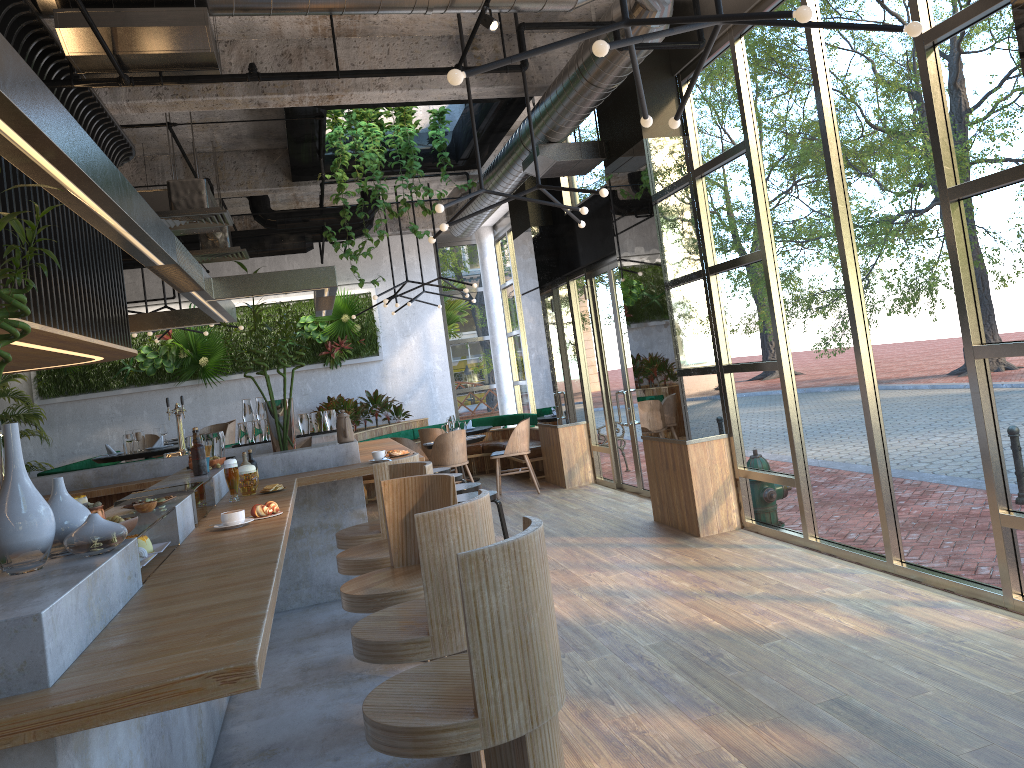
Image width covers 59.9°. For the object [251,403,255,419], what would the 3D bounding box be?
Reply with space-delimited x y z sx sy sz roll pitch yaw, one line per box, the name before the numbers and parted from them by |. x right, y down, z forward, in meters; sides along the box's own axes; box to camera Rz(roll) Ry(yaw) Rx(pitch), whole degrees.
object | -2.445 0.245 8.217 0.110 0.209 0.100 -7 -2 -30

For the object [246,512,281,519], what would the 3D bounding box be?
object | -1.121 0.594 4.005 0.118 0.005 0.125 -8 1 24

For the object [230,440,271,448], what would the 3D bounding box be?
object | -2.349 0.541 8.157 0.450 0.019 0.264 -8 1 -16

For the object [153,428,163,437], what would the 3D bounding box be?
object | -4.574 0.580 8.504 0.106 0.502 6.032 -8 1 0

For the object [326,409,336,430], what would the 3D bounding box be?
object | -1.721 0.351 8.441 0.106 0.209 0.105 -8 -2 0

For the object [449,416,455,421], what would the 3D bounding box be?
object | -0.864 0.588 12.954 0.097 0.245 0.088 -6 -3 -32

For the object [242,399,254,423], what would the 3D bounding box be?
object | -2.416 0.242 8.113 0.110 0.209 0.100 -7 -2 -30

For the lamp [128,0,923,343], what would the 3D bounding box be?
lamp | -1.260 -1.886 4.224 5.235 1.826 18.349 -8 1 -13

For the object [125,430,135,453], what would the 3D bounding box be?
object | -4.172 0.632 9.699 0.091 0.245 0.094 -8 -2 13

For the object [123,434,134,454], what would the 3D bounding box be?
object | -4.296 0.557 7.557 0.105 0.502 4.151 -8 1 4

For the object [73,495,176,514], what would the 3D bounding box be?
object | -1.420 0.432 3.286 0.214 0.135 0.788 -8 1 -6

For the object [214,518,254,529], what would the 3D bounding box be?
object | -1.185 0.602 3.787 0.166 0.020 0.155 -8 1 -18

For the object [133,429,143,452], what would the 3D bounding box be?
object | -4.195 0.631 9.957 0.097 0.245 0.088 -6 -3 -43

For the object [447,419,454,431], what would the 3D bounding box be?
object | -0.883 0.612 12.802 0.102 0.209 0.108 -9 -2 20

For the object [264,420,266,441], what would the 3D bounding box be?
object | -2.251 0.428 8.249 0.109 0.209 0.101 -7 -2 -20

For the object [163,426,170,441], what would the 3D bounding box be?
object | -4.815 0.603 9.120 0.107 0.502 7.379 -8 1 -3

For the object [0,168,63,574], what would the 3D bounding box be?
object | -1.517 -0.101 2.444 0.649 1.551 0.605 -9 -3 24

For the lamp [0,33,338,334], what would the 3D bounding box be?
lamp | -3.207 -1.469 4.583 5.154 2.136 6.503 -8 1 -20

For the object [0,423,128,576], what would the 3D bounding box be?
object | -1.294 0.298 2.457 0.304 0.398 0.331 -9 -2 34

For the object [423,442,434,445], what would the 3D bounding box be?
object | -1.006 0.749 11.409 0.267 0.019 0.150 -9 1 -30

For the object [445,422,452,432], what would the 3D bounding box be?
object | -0.806 0.607 11.325 0.096 0.245 0.089 -7 -2 -21

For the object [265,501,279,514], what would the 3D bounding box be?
object | -1.090 0.562 4.024 0.063 0.059 0.071 -8 -1 -24

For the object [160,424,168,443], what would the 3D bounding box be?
object | -4.547 0.652 11.612 0.097 0.245 0.088 -6 -3 -32

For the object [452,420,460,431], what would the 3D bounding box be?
object | -0.712 0.593 11.380 0.088 0.245 0.097 -10 -3 43

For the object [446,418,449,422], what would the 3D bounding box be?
object | -0.928 0.608 13.369 0.102 0.209 0.108 -9 -2 20

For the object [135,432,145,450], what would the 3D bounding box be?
object | -4.236 0.653 10.114 0.102 0.209 0.108 -9 -2 20

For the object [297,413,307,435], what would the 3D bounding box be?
object | -1.963 0.387 8.368 0.109 0.209 0.101 -7 -2 -20

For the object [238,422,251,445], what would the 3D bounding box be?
object | -2.444 0.458 8.086 0.110 0.209 0.100 -7 -2 -30

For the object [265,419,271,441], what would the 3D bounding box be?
object | -2.214 0.424 8.147 0.109 0.209 0.101 -7 -2 -20

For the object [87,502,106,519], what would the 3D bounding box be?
object | -1.399 0.448 3.032 0.086 0.107 0.160 -9 -1 32

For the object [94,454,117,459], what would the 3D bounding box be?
object | -4.354 0.774 9.572 0.263 0.019 0.153 -8 1 -16

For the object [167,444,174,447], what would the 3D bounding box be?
object | -4.012 0.716 10.164 0.263 0.019 0.153 -8 1 -16

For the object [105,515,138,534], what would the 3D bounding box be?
object | -1.259 0.451 2.699 0.193 0.073 0.226 -8 1 5

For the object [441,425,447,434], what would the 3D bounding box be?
object | -0.848 0.630 11.429 0.108 0.209 0.102 -7 -2 -15

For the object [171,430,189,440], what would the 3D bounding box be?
object | -4.704 0.718 12.552 0.244 0.139 0.221 -8 0 -31

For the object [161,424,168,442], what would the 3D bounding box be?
object | -4.924 0.689 12.590 0.097 0.245 0.088 -6 -3 -32

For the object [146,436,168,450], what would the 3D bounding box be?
object | -3.975 0.660 9.919 0.230 0.139 0.235 -8 0 8

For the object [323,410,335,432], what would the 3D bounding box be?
object | -1.710 0.352 8.335 0.106 0.209 0.105 -8 -2 0

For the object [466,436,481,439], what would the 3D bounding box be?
object | -0.534 0.682 11.378 0.244 0.019 0.164 -8 1 30

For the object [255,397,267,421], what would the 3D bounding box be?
object | -2.305 0.226 8.158 0.110 0.209 0.100 -7 -2 -30

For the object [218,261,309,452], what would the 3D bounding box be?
object | -1.767 -0.136 6.533 0.688 1.551 0.572 -7 -2 -10

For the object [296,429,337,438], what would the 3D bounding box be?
object | -1.814 0.463 8.326 0.450 0.019 0.264 -8 1 -16

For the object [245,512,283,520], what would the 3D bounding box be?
object | -1.121 0.596 4.000 0.168 0.005 0.165 -8 1 -3

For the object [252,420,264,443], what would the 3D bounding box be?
object | -2.329 0.441 8.123 0.110 0.209 0.100 -7 -2 -30

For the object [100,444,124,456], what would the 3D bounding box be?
object | -4.409 0.723 9.787 0.241 0.139 0.224 -8 0 -21

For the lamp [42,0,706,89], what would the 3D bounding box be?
lamp | 0.605 -2.246 0.464 3.907 1.533 9.721 -8 1 -16

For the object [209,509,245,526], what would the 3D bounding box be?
object | -1.210 0.577 3.784 0.139 0.064 0.106 -8 0 -36

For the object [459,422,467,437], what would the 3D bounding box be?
object | -0.637 0.598 11.531 0.101 0.209 0.109 -9 -2 25

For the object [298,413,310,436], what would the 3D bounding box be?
object | -1.932 0.384 8.261 0.109 0.209 0.101 -7 -2 -20

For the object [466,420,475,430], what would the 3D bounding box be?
object | -0.668 0.615 13.174 0.244 0.139 0.221 -8 0 -31

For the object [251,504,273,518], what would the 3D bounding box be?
object | -1.138 0.569 3.994 0.124 0.060 0.073 -8 0 44

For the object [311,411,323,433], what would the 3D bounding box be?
object | -1.828 0.368 8.358 0.106 0.209 0.105 -8 -2 0
